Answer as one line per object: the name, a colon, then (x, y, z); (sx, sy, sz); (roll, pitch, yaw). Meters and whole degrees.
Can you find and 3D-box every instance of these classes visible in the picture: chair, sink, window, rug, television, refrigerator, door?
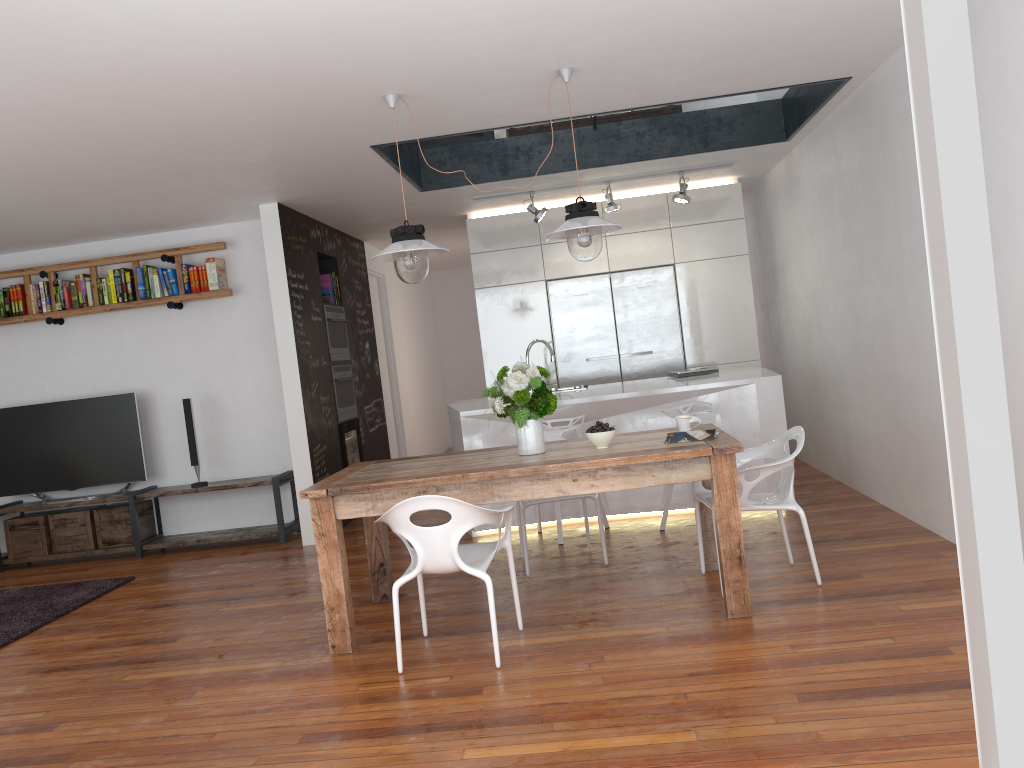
chair: (0.241, 0.664, 5.084); (0.577, 0.710, 0.505); (-7, 2, -5)
sink: (0.308, -0.062, 6.624); (0.492, 0.570, 0.459); (-7, 2, 5)
chair: (0.313, 0.609, 5.720); (0.492, 0.765, 0.428); (-6, 2, 15)
window: (0.556, -1.853, 5.750); (2.700, 0.035, 1.546); (-7, 2, 5)
rug: (-3.644, 1.500, 4.543); (1.895, 0.019, 3.193); (-7, 2, 5)
television: (-3.511, 0.524, 7.030); (1.230, 0.786, 0.298); (-7, 2, 5)
chair: (-0.257, 0.771, 3.696); (0.577, 0.710, 0.505); (-7, 2, 10)
refrigerator: (0.962, -0.072, 7.782); (1.119, 1.811, 0.142); (-7, 2, 5)
chair: (1.200, 0.508, 5.569); (0.492, 0.765, 0.428); (-8, 3, -40)
door: (-1.365, -0.054, 9.329); (0.120, 2.236, 0.823); (-7, 2, 5)
chair: (1.162, 0.582, 4.234); (0.505, 0.710, 0.577); (-7, 2, 0)

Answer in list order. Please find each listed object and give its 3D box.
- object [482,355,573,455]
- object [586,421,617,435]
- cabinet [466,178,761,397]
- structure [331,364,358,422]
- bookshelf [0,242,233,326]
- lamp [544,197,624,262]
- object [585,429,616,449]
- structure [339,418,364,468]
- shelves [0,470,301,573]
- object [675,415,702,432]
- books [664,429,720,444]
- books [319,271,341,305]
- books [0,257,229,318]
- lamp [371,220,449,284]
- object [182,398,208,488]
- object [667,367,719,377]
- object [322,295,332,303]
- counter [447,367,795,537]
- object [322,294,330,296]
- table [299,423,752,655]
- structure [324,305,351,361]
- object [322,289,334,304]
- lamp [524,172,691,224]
object: (0.051, 0.095, 4.244); (0.432, 0.476, 0.371); (-9, 3, -43)
object: (0.410, 0.207, 4.115); (0.159, 0.095, 0.141); (-7, 2, -9)
cabinet: (0.960, -0.432, 8.224); (2.404, 2.506, 0.946); (-7, 2, 5)
structure: (-1.402, 0.067, 7.549); (0.052, 0.462, 0.585); (-7, 2, 5)
bookshelf: (-3.675, -0.703, 7.077); (2.983, 0.465, 0.161); (-7, 2, 5)
lamp: (0.335, -0.727, 4.165); (0.372, 0.306, 0.372); (-8, 2, -33)
object: (0.416, 0.257, 4.116); (0.146, 0.079, 0.146); (-6, 2, 14)
structure: (-1.319, 0.693, 7.569); (0.081, 0.763, 0.582); (-7, 2, 5)
shelves: (-3.441, 1.145, 7.046); (3.473, 0.506, 0.414); (-7, 2, 5)
object: (0.870, 0.194, 4.366); (0.127, 0.078, 0.082); (-6, 2, 10)
books: (0.827, 0.232, 4.074); (0.218, 0.035, 0.267); (-6, 2, 20)
books: (-1.644, -0.822, 7.743); (0.230, 0.303, 0.152); (-7, 2, 5)
books: (-2.420, -1.717, 7.166); (5.671, 1.974, 0.733); (-7, 2, -6)
lamp: (-0.488, -0.631, 4.240); (0.372, 0.306, 0.372); (-7, 2, -1)
object: (-2.462, 0.453, 6.864); (0.089, 0.687, 0.089); (-6, 2, 15)
object: (1.319, -0.087, 6.493); (0.298, 0.036, 0.325); (-7, 2, -5)
object: (-1.579, -0.702, 7.455); (0.132, 0.069, 0.132); (-5, 2, 38)
counter: (0.712, 0.469, 6.363); (2.289, 0.903, 0.956); (-7, 2, 5)
object: (-1.573, -0.737, 7.454); (0.077, 0.042, 0.116); (-6, 2, 18)
table: (0.099, 0.700, 4.242); (1.910, 0.735, 0.969); (-7, 2, 5)
structure: (-1.462, -0.432, 7.532); (0.052, 0.462, 0.585); (-7, 2, 5)
object: (-1.607, -0.738, 7.599); (0.136, 0.136, 0.110); (-7, 2, -2)
lamp: (0.747, -1.469, 7.049); (1.324, 0.254, 0.154); (-7, 2, 5)
